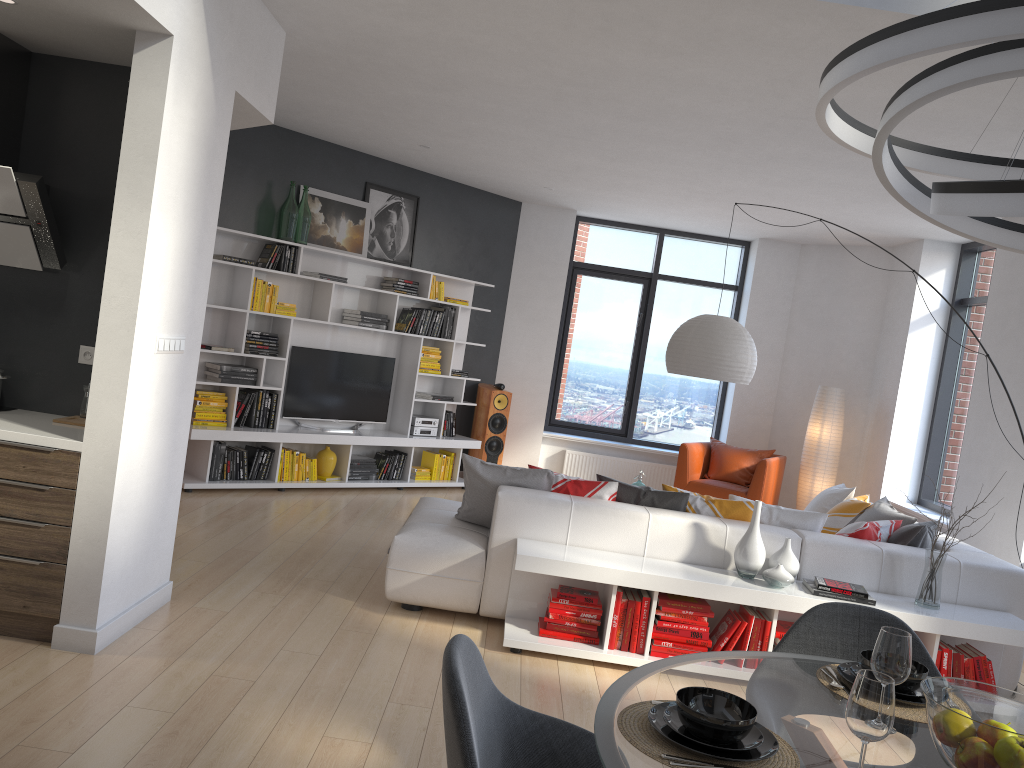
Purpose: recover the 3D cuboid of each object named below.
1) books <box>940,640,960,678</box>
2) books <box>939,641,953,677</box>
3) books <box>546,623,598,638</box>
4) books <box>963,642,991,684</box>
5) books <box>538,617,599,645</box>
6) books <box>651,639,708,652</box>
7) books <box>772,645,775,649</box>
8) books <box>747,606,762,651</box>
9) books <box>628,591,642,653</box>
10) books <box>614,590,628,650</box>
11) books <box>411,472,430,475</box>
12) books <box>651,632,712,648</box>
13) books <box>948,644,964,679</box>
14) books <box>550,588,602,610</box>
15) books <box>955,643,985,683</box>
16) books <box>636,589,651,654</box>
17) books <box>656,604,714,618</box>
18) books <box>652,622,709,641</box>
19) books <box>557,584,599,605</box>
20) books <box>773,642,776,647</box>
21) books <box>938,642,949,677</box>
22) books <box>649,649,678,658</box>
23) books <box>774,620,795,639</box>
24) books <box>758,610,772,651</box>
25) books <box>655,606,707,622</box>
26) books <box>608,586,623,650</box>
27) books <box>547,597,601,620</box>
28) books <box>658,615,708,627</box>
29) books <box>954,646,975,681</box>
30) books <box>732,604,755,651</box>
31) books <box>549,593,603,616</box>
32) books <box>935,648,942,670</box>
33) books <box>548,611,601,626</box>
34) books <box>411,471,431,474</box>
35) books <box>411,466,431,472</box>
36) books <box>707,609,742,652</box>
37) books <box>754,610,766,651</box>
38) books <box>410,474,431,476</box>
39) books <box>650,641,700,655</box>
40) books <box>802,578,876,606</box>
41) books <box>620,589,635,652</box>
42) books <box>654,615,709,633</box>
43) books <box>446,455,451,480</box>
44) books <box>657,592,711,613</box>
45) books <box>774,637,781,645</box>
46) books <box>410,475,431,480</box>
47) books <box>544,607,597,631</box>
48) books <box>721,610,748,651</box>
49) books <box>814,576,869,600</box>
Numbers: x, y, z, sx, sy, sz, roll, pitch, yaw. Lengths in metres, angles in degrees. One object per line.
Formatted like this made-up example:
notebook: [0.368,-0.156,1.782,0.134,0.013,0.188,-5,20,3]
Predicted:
books: [2.182,1.438,4.446,0.076,0.252,0.199,9,3,0]
books: [2.147,1.429,4.437,0.056,0.262,0.185,9,3,0]
books: [0.306,1.228,4.527,0.259,0.034,0.206,9,3,3]
books: [2.342,1.460,4.454,0.116,0.255,0.198,9,3,0]
books: [0.285,1.259,4.521,0.301,0.032,0.227,9,3,0]
books: [0.830,1.290,4.454,0.266,0.026,0.187,9,3,0]
books: [1.442,1.356,4.466,0.236,0.023,0.178,9,3,0]
books: [1.188,1.278,4.466,0.038,0.270,0.215,9,3,0]
books: [0.612,1.196,4.469,0.042,0.259,0.195,9,3,0]
books: [0.541,1.186,4.478,0.031,0.255,0.181,9,3,0]
books: [-0.892,0.862,8.560,0.169,0.018,0.113,6,4,-43]
books: [0.838,1.261,4.489,0.301,0.032,0.227,9,3,0]
books: [2.210,1.447,4.435,0.066,0.247,0.175,9,3,0]
books: [0.324,1.096,4.523,0.254,0.025,0.178,9,3,0]
books: [2.308,1.459,4.451,0.119,0.249,0.187,9,3,0]
books: [0.649,1.185,4.473,0.049,0.291,0.214,9,3,0]
books: [0.860,1.122,4.464,0.266,0.026,0.187,8,3,-5]
books: [0.837,1.226,4.489,0.279,0.039,0.206,9,3,1]
books: [0.336,1.071,4.513,0.206,0.029,0.152,9,3,6]
books: [1.455,1.332,4.470,0.261,0.027,0.191,9,3,4]
books: [2.117,1.420,4.440,0.050,0.268,0.198,9,3,0]
books: [0.820,1.344,4.470,0.274,0.029,0.200,9,3,0]
books: [1.457,1.261,4.507,0.301,0.032,0.227,9,3,0]
books: [1.245,1.288,4.441,0.028,0.269,0.181,9,3,0]
books: [0.838,1.144,4.473,0.257,0.025,0.182,9,3,0]
books: [0.509,1.164,4.475,0.036,0.294,0.208,9,3,0]
books: [0.315,1.148,4.539,0.261,0.028,0.191,9,3,0]
books: [0.852,1.170,4.465,0.236,0.023,0.178,9,3,0]
books: [2.268,1.460,4.444,0.083,0.233,0.178,9,3,0]
books: [1.151,1.269,4.449,0.046,0.282,0.199,9,3,0]
books: [0.322,1.122,4.521,0.269,0.028,0.179,9,3,2]
books: [2.080,1.423,4.432,0.026,0.250,0.168,9,3,0]
books: [0.316,1.174,4.524,0.257,0.025,0.182,9,3,0]
books: [-0.896,0.845,8.574,0.187,0.014,0.134,6,4,-45]
books: [-0.904,0.823,8.580,0.186,0.026,0.138,6,4,-45]
books: [1.046,1.268,4.457,0.144,0.247,0.188,9,3,1]
books: [1.218,1.286,4.456,0.028,0.266,0.188,9,3,0]
books: [-0.904,0.874,8.578,0.196,0.011,0.148,6,4,-45]
books: [0.828,1.317,4.452,0.282,0.030,0.188,9,3,2]
books: [1.640,1.044,4.462,0.300,0.026,0.245,9,3,5]
books: [0.574,1.190,4.479,0.034,0.259,0.207,9,3,0]
books: [0.840,1.193,4.471,0.261,0.027,0.191,8,3,-4]
books: [-0.686,0.818,8.786,0.024,0.234,0.172,6,4,-45]
books: [0.847,1.089,4.472,0.259,0.034,0.206,8,3,-3]
books: [1.458,1.298,4.485,0.279,0.039,0.206,9,3,-1]
books: [-0.905,0.897,8.576,0.190,0.033,0.147,6,4,-45]
books: [0.301,1.198,4.518,0.266,0.026,0.187,9,3,6]
books: [1.087,1.275,4.450,0.115,0.245,0.192,9,3,0]
books: [1.643,1.019,4.436,0.238,0.027,0.188,9,3,14]
